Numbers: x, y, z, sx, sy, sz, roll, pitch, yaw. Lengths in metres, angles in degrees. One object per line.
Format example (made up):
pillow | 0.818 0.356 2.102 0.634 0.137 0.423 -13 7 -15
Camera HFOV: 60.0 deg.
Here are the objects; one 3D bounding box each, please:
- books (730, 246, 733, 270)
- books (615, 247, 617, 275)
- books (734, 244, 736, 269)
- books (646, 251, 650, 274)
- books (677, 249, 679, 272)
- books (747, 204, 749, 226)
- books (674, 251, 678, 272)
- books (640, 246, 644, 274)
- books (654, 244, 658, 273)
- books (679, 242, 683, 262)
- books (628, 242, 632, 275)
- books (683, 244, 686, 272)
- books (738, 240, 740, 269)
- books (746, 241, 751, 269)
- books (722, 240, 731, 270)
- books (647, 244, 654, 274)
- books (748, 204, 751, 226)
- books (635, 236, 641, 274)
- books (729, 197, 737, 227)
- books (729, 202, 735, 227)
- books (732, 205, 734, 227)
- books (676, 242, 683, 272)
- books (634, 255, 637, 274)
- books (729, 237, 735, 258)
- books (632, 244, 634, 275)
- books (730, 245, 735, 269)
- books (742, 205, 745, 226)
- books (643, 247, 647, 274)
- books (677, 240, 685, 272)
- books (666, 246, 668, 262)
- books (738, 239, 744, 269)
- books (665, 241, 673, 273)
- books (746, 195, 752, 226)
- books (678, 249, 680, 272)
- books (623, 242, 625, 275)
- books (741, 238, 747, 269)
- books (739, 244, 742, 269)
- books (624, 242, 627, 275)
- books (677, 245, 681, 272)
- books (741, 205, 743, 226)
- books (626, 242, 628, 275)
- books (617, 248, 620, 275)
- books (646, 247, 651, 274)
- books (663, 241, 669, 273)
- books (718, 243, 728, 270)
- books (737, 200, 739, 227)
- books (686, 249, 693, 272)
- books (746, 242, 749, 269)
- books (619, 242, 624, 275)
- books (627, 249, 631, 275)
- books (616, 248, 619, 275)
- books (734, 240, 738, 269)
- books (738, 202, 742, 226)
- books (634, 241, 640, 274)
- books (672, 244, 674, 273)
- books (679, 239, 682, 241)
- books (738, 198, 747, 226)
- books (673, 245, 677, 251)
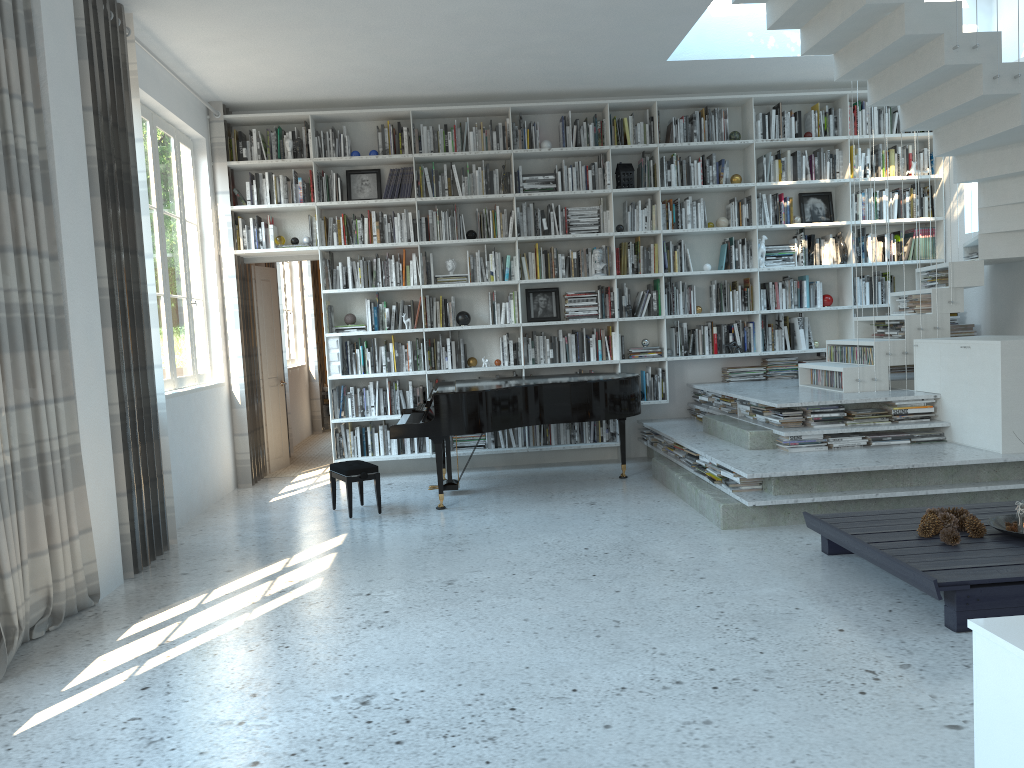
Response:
books | 1.941 -1.114 7.913 0.006 0.210 0.188 -3 4 -3
books | 0.904 -1.079 7.869 0.015 0.255 0.150 -3 4 -3
books | 1.971 -1.127 7.931 0.007 0.230 0.146 -3 4 -3
books | 1.186 -1.068 7.861 0.034 0.204 0.181 -3 4 -3
books | 1.457 -1.087 7.893 0.014 0.209 0.156 -3 4 -3
books | 2.069 -1.487 7.890 0.013 0.204 0.173 -3 4 -3
books | 1.436 -1.076 7.866 0.017 0.192 0.191 -3 4 -3
books | 1.136 -1.090 7.873 0.033 0.253 0.174 -3 4 -3
books | 1.270 -1.106 7.891 0.033 0.269 0.141 -3 4 -3
books | 1.495 -1.121 7.893 0.006 0.274 0.167 -3 4 -3
books | 1.040 -1.105 7.858 0.019 0.294 0.163 -3 4 -3
books | 1.526 -1.114 7.904 0.007 0.254 0.160 -3 4 -3
books | 2.000 -1.143 7.917 0.015 0.260 0.152 -3 4 -3
books | 2.093 -1.144 7.913 0.011 0.253 0.169 -3 4 -3
books | 1.918 -1.141 7.916 0.021 0.264 0.174 -3 4 -3
books | 1.233 -1.102 7.876 0.032 0.267 0.142 -3 4 -3
books | 2.093 -1.490 7.896 0.012 0.206 0.169 -3 4 -3
books | 1.116 -1.131 7.866 0.021 0.338 0.169 -3 4 -3
books | 1.969 -1.513 7.887 0.015 0.268 0.164 -3 4 -3
books | 1.956 -1.496 7.900 0.012 0.232 0.154 -3 4 -3
books | 1.948 -1.482 7.902 0.005 0.205 0.153 -3 4 -3
books | 1.490 -1.119 7.887 0.006 0.270 0.178 -3 4 -3
books | 1.086 -1.053 7.891 0.030 0.181 0.131 -3 4 -3
books | 1.960 -1.159 7.927 0.013 0.296 0.153 -3 4 -3
books | 1.059 -1.099 7.883 0.035 0.278 0.139 -3 4 -3
books | 1.950 -1.120 7.913 0.013 0.219 0.187 -3 4 -3
books | 2.040 -1.485 7.900 0.013 0.202 0.173 -3 4 -3
books | 1.161 -1.085 7.851 0.027 0.242 0.188 -3 4 -3
books | 1.504 -1.129 7.893 0.013 0.288 0.158 -3 4 -3
books | 1.367 -1.100 7.897 0.007 0.244 0.145 -3 4 -3
books | 2.032 -1.153 7.927 0.032 0.275 0.154 -3 4 -3
books | 1.391 -1.117 7.862 0.013 0.279 0.191 -3 4 -3
books | 2.101 -1.525 7.887 0.005 0.278 0.182 -3 4 -3
books | 1.468 -1.088 7.885 0.007 0.212 0.158 -3 4 -3
books | 0.978 -1.102 7.867 0.035 0.293 0.145 -3 4 -3
books | 2.055 -1.152 7.906 0.012 0.274 0.183 -3 4 -3
books | 2.015 -1.126 7.912 0.012 0.224 0.178 -3 4 -3
books | 0.991 -1.101 7.852 0.035 0.293 0.145 -3 4 -3
books | 1.478 -1.105 7.897 0.017 0.243 0.132 -3 4 -3
books | 2.027 -1.487 7.910 0.012 0.206 0.137 -3 4 -3
books | 1.003 -1.103 7.868 0.035 0.293 0.145 -3 4 -3
books | 0.935 -1.078 7.882 0.013 0.247 0.176 -3 4 -3
books | 1.209 -1.088 7.881 0.028 0.240 0.145 -3 4 -3
books | 1.345 -1.119 7.875 0.035 0.288 0.191 -3 4 -3
books | 1.881 -1.126 7.922 0.056 0.241 0.153 -3 4 -3
books | 1.984 -1.503 7.900 0.016 0.244 0.151 -3 4 -3
books | 1.559 -1.091 7.880 0.051 0.210 0.176 -3 4 -3
books | 2.080 -1.140 7.930 0.013 0.245 0.158 -3 4 -3
books | 0.966 -1.100 7.855 0.035 0.293 0.145 -3 4 -3
books | 1.025 -1.073 7.862 0.015 0.232 0.180 -3 4 -3
books | 0.921 -1.075 7.869 0.014 0.244 0.145 -3 4 -3
books | 1.984 -1.144 7.916 0.018 0.263 0.165 -3 4 -3
books | 2.012 -1.497 7.904 0.016 0.228 0.160 -3 4 -3
books | 1.106 -1.107 7.848 0.019 0.293 0.182 -3 4 -3
books | 1.418 -1.108 7.893 0.013 0.256 0.144 -3 4 -3
books | 1.513 -1.138 7.935 0.011 0.300 0.088 -3 4 -3
books | 2.054 -1.513 7.889 0.016 0.257 0.175 -3 4 -3
books | 1.446 -1.103 7.891 0.008 0.243 0.168 -3 4 -3
